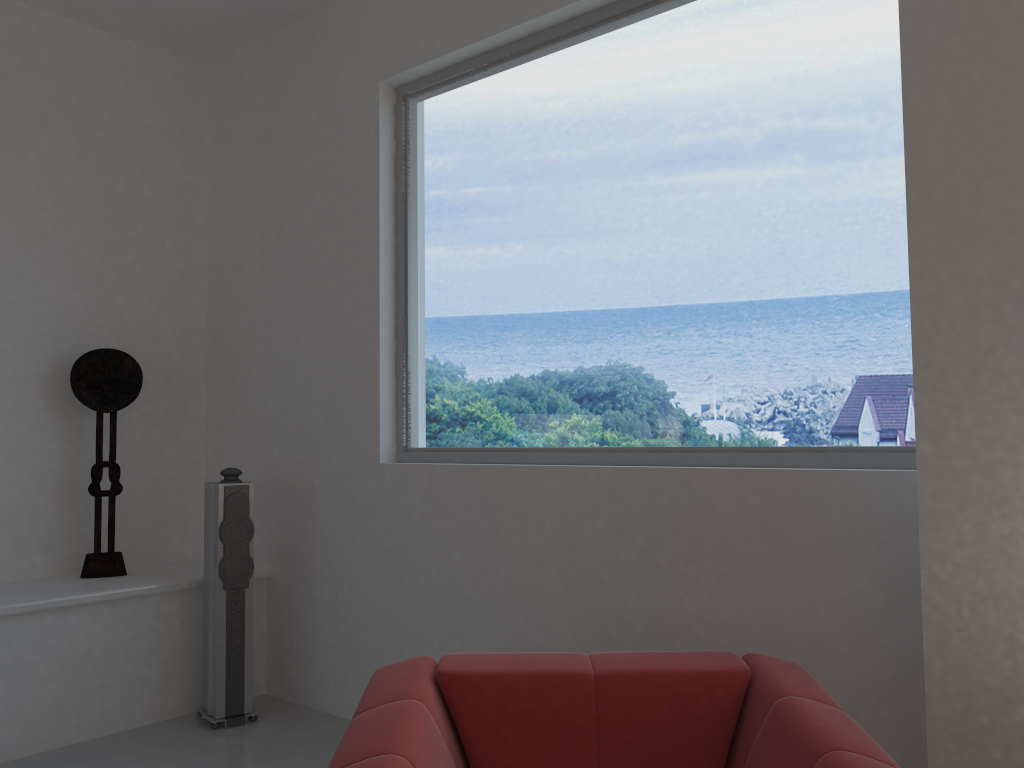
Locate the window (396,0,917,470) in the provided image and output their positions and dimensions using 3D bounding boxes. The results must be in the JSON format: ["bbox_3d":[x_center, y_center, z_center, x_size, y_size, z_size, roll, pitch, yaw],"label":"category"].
[{"bbox_3d":[0.392,-0.585,3.479,2.400,1.800,0.100,-4,-5,40],"label":"window"}]

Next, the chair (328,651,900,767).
[{"bbox_3d":[0.204,1.053,1.886,1.288,0.738,0.951,-1,-4,0],"label":"chair"}]

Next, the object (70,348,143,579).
[{"bbox_3d":[-2.025,0.386,4.418,0.331,1.130,0.108,1,-4,-25],"label":"object"}]

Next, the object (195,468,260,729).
[{"bbox_3d":[-1.351,0.991,4.221,0.255,1.184,0.273,2,-4,-34],"label":"object"}]

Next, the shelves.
[{"bbox_3d":[-3.282,0.887,2.725,0.650,0.050,5.500,-4,-5,40],"label":"shelves"}]
